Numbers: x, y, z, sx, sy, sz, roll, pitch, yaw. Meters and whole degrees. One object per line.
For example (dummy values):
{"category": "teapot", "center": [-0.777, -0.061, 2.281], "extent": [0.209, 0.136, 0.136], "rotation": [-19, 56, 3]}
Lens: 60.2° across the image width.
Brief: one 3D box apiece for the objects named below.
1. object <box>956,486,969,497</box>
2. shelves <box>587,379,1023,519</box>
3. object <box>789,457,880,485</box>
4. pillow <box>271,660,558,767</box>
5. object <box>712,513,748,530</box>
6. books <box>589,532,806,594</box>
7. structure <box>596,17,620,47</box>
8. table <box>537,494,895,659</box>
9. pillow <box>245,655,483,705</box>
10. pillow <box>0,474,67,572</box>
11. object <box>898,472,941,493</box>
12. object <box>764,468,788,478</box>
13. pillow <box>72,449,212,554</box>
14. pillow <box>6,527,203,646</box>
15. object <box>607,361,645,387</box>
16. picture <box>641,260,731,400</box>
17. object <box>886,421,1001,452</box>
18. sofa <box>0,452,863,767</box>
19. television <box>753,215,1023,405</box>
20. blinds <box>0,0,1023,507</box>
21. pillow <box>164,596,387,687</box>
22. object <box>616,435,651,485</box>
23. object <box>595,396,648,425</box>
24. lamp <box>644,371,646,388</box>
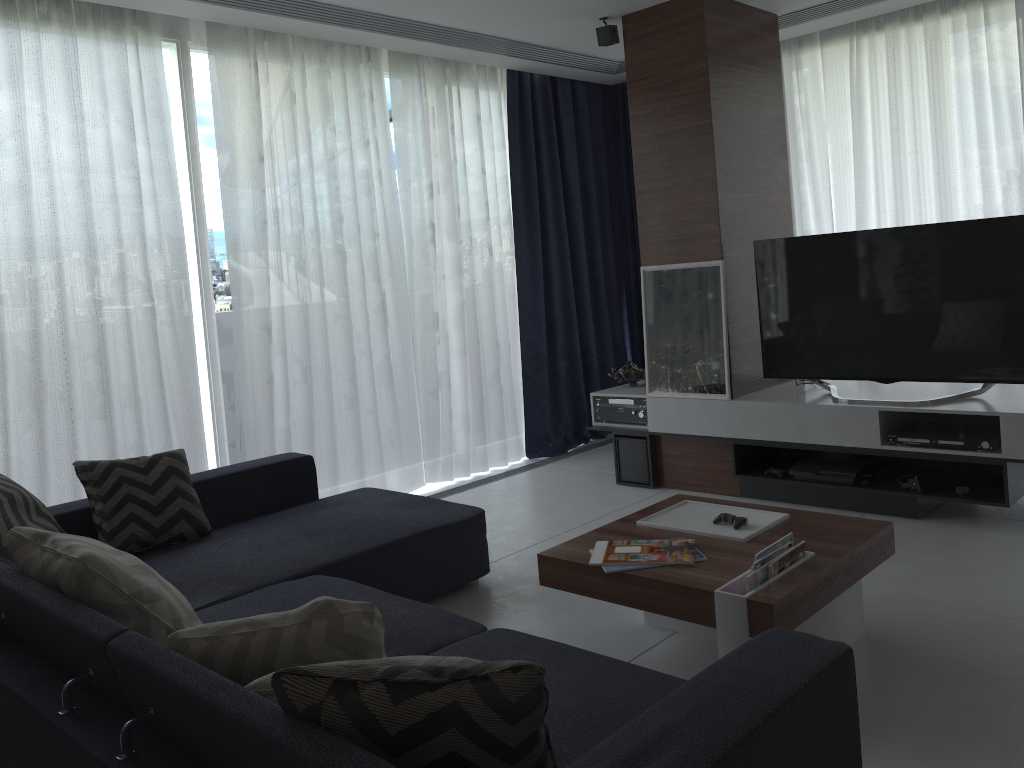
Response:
{"category": "object", "center": [1.902, 0.452, 3.726], "extent": [0.044, 0.043, 0.044], "rotation": [0, 6, 44]}
{"category": "shelves", "center": [1.578, 0.274, 4.565], "extent": [2.348, 0.497, 0.879], "rotation": [2, 9, 44]}
{"category": "object", "center": [1.543, 0.408, 4.225], "extent": [0.314, 0.067, 0.316], "rotation": [2, 9, 44]}
{"category": "pillow", "center": [-0.119, 0.566, 1.332], "extent": [0.414, 0.384, 0.223], "rotation": [-4, 3, 14]}
{"category": "object", "center": [0.715, 0.443, 2.884], "extent": [0.071, 0.036, 0.112], "rotation": [-9, 8, -33]}
{"category": "books", "center": [4.015, 0.485, 1.112], "extent": [8.221, 0.371, 0.408], "rotation": [-2, 5, 23]}
{"category": "structure", "center": [0.516, -1.897, 4.772], "extent": [0.084, 0.142, 0.115], "rotation": [-3, 4, 34]}
{"category": "table", "center": [0.654, 0.647, 2.785], "extent": [0.800, 0.351, 0.811], "rotation": [1, 9, 44]}
{"category": "pillow", "center": [-0.209, 0.581, 1.560], "extent": [0.415, 0.293, 0.332], "rotation": [-4, 5, 6]}
{"category": "pillow", "center": [-1.637, 0.528, 2.809], "extent": [0.356, 0.516, 0.600], "rotation": [-6, 5, -15]}
{"category": "object", "center": [1.788, 0.423, 3.915], "extent": [0.117, 0.078, 0.184], "rotation": [-6, 6, -16]}
{"category": "object", "center": [1.302, 0.431, 4.341], "extent": [0.071, 0.036, 0.112], "rotation": [-9, 8, -33]}
{"category": "pillow", "center": [-1.373, 0.433, 3.313], "extent": [0.417, 0.343, 0.286], "rotation": [-9, 6, -41]}
{"category": "pillow", "center": [-0.969, 0.533, 2.164], "extent": [0.494, 0.386, 0.345], "rotation": [0, 6, 44]}
{"category": "object", "center": [0.723, -0.064, 5.236], "extent": [0.311, 0.149, 0.138], "rotation": [-5, 4, 1]}
{"category": "picture", "center": [0.894, -0.276, 4.592], "extent": [0.499, 0.698, 0.053], "rotation": [-1, 4, 44]}
{"category": "object", "center": [1.917, 0.227, 3.858], "extent": [0.430, 0.053, 0.338], "rotation": [2, 10, 44]}
{"category": "sofa", "center": [-0.427, 0.636, 2.576], "extent": [2.871, 0.605, 1.912], "rotation": [2, 9, 44]}
{"category": "television", "center": [1.715, -0.324, 4.076], "extent": [1.229, 0.783, 0.299], "rotation": [1, 6, 44]}
{"category": "blinds", "center": [0.431, -0.500, 2.405], "extent": [7.182, 2.759, 5.797], "rotation": [-11, 8, -42]}
{"category": "pillow", "center": [-0.433, 0.571, 1.737], "extent": [0.418, 0.350, 0.282], "rotation": [-5, 4, -3]}
{"category": "object", "center": [0.748, 0.405, 4.951], "extent": [0.213, 0.250, 0.256], "rotation": [-1, 6, 44]}
{"category": "object", "center": [0.730, 0.128, 5.081], "extent": [0.369, 0.149, 0.371], "rotation": [1, 9, 44]}
{"category": "lamp", "center": [0.786, -0.066, 4.965], "extent": [0.077, 0.210, 0.154], "rotation": [-5, 4, 3]}
